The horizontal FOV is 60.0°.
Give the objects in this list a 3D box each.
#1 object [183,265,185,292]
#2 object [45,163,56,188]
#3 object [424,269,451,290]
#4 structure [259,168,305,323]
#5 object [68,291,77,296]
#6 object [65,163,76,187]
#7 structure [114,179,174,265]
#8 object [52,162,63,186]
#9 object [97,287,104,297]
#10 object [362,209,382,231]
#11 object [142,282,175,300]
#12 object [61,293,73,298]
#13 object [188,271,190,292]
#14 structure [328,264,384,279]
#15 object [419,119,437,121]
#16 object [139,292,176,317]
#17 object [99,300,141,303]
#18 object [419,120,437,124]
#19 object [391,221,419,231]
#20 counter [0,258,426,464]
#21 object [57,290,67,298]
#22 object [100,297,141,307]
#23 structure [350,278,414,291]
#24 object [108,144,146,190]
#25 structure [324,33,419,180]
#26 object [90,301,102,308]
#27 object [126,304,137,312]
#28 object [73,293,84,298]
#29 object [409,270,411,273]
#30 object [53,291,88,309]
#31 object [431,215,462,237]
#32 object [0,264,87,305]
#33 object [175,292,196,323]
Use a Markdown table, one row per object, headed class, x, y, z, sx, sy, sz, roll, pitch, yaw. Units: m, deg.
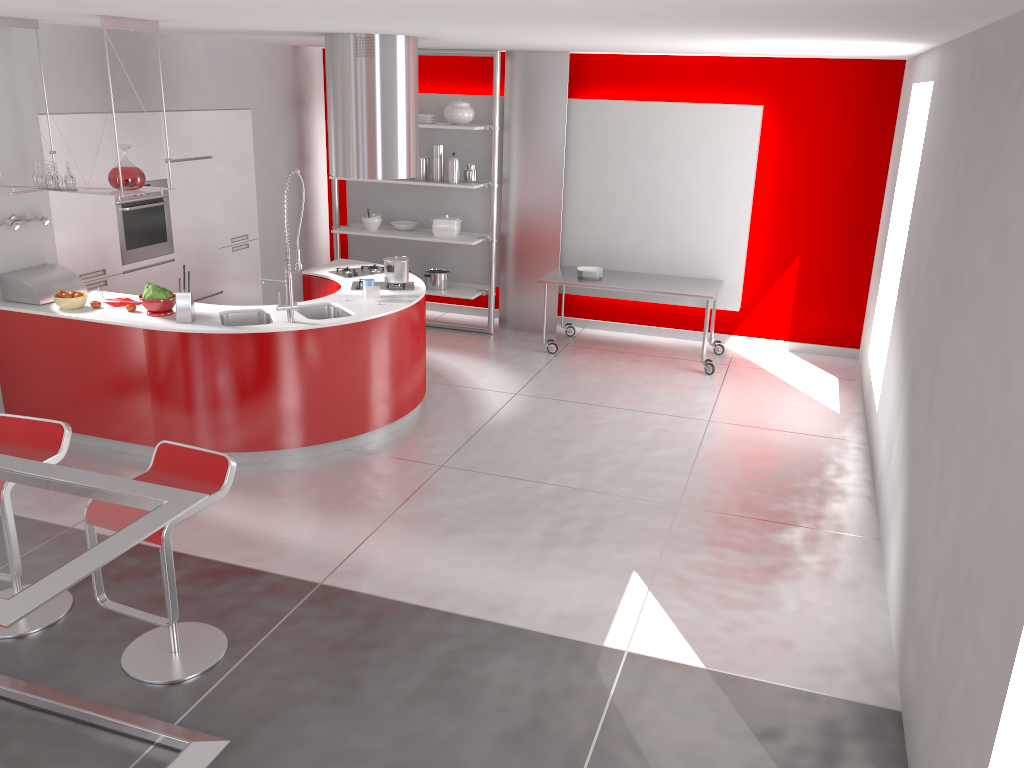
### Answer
| class | x | y | z | sx | sy | sz | roll | pitch | yaw |
| --- | --- | --- | --- | --- | --- | --- | --- | --- | --- |
| object | -1.997 | -0.558 | 5.409 | 0.014 | 0.322 | 0.150 | -2 | 19 | -10 |
| object | -2.815 | -1.268 | 5.398 | 0.060 | 0.141 | 0.060 | 0 | 19 | -5 |
| object | -0.725 | -1.018 | 8.620 | 0.240 | 0.161 | 0.259 | 2 | 19 | 1 |
| structure | -1.374 | -0.839 | 5.382 | 0.308 | 0.920 | 0.178 | -8 | 21 | -27 |
| object | -2.808 | -0.570 | 5.670 | 0.066 | 0.049 | 0.062 | 7 | 19 | 14 |
| object | -2.718 | -1.283 | 5.451 | 0.060 | 0.141 | 0.060 | 8 | 20 | 17 |
| structure | -2.842 | -1.266 | 6.899 | 0.050 | 0.589 | 0.599 | 8 | 20 | 17 |
| object | -2.813 | -1.295 | 5.479 | 0.060 | 0.141 | 0.060 | 8 | 20 | 17 |
| object | -2.755 | -0.613 | 5.925 | 0.043 | 0.066 | 0.042 | 13 | 22 | 29 |
| object | -1.362 | -1.605 | 8.623 | 0.192 | 0.214 | 0.192 | 3 | 19 | 4 |
| object | -2.194 | -0.546 | 5.527 | 0.198 | 0.182 | 0.193 | 10 | 20 | 22 |
| object | -2.814 | -0.550 | 5.612 | 0.065 | 0.052 | 0.062 | 3 | 19 | 2 |
| object | -1.969 | -0.541 | 5.409 | 0.012 | 0.279 | 0.130 | -2 | 19 | -10 |
| structure | -1.170 | -0.894 | 6.947 | 0.457 | 0.037 | 0.303 | -14 | 24 | -39 |
| object | -0.813 | -2.445 | 8.214 | 0.200 | 0.030 | 0.200 | 8 | 20 | 17 |
| object | -2.205 | -0.496 | 5.547 | 0.229 | 0.118 | 0.228 | -2 | 19 | -10 |
| object | -2.503 | -0.540 | 5.803 | 0.375 | 0.008 | 0.041 | 0 | 19 | -5 |
| object | -0.814 | -2.430 | 8.219 | 0.200 | 0.030 | 0.200 | 8 | 20 | 17 |
| object | -1.052 | -1.545 | 8.697 | 0.272 | 0.072 | 0.272 | -4 | 20 | -17 |
| counter | -1.861 | -0.175 | 6.187 | 2.865 | 0.880 | 1.868 | -12 | 23 | -36 |
| object | -2.863 | -0.567 | 5.643 | 0.055 | 0.058 | 0.066 | 3 | 19 | 3 |
| object | -2.561 | -0.535 | 5.805 | 0.168 | 0.006 | 0.266 | -16 | 26 | -42 |
| structure | -0.945 | -0.733 | 6.490 | 0.457 | 0.037 | 0.303 | 0 | 19 | -7 |
| object | -2.342 | -1.312 | 5.378 | 0.213 | 0.266 | 0.213 | -15 | 25 | -41 |
| structure | -0.994 | -1.979 | 6.346 | 0.644 | 0.958 | 0.644 | -3 | 19 | -15 |
| object | -2.652 | -0.506 | 5.652 | 0.065 | 0.047 | 0.063 | 8 | 19 | 17 |
| object | -2.403 | -0.482 | 5.595 | 0.064 | 0.048 | 0.063 | 1 | 19 | -4 |
| object | -2.753 | -0.556 | 5.634 | 0.066 | 0.049 | 0.062 | 11 | 21 | 25 |
| object | -1.085 | -1.053 | 8.751 | 0.182 | 0.122 | 0.196 | -6 | 20 | -23 |
| object | -2.800 | -0.525 | 5.634 | 0.201 | 0.086 | 0.201 | 8 | 20 | 18 |
| object | -0.622 | -1.514 | 8.453 | 0.282 | 0.197 | 0.235 | 4 | 19 | 8 |
| object | -3.087 | -0.663 | 5.862 | 0.300 | 0.170 | 0.400 | 8 | 20 | 17 |
| object | -1.996 | -0.477 | 5.407 | 0.091 | 0.178 | 0.137 | -1 | 19 | -8 |
